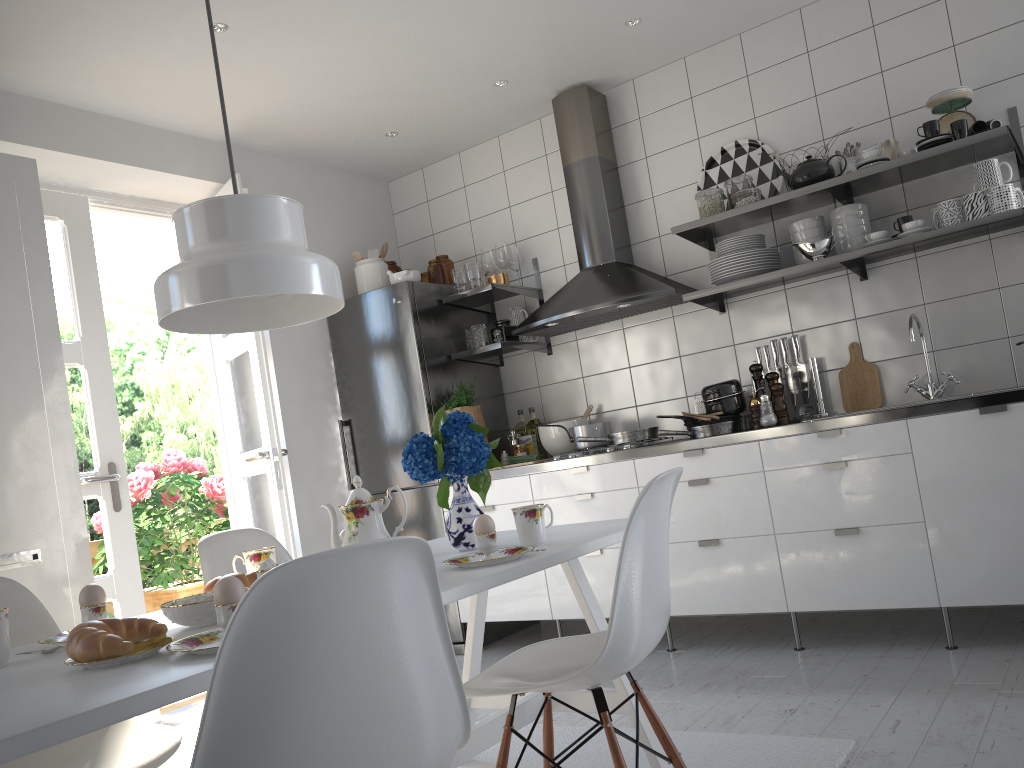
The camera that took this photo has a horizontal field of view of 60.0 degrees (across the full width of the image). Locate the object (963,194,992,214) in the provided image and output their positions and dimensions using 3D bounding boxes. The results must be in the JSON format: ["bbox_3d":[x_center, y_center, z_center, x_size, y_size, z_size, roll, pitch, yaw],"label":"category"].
[{"bbox_3d":[1.691,-0.622,3.210,0.083,0.100,0.108,-9,-4,4],"label":"object"}]

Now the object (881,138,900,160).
[{"bbox_3d":[1.487,-0.882,3.483,0.115,0.151,0.128,-7,-4,-29],"label":"object"}]

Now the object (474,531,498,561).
[{"bbox_3d":[-0.053,0.349,1.908,0.048,0.057,0.048,-8,-4,-15],"label":"object"}]

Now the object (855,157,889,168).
[{"bbox_3d":[1.359,-0.827,3.341,0.121,0.024,0.121,-12,-5,30],"label":"object"}]

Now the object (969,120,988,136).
[{"bbox_3d":[1.657,-0.898,3.151,0.069,0.058,0.080,-10,-4,7],"label":"object"}]

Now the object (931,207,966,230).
[{"bbox_3d":[1.603,-0.604,3.264,0.083,0.100,0.109,-8,-4,-21],"label":"object"}]

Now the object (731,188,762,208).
[{"bbox_3d":[0.964,-0.749,3.630,0.121,0.079,0.121,-11,-4,20],"label":"object"}]

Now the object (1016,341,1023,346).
[{"bbox_3d":[1.948,-0.170,3.129,0.371,0.168,0.203,-10,-4,12],"label":"object"}]

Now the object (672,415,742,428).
[{"bbox_3d":[0.801,0.159,3.747,0.347,0.082,0.244,-8,-5,-14],"label":"object"}]

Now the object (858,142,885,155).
[{"bbox_3d":[1.352,-0.876,3.342,0.078,0.067,0.083,-6,-5,-40],"label":"object"}]

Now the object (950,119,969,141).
[{"bbox_3d":[1.587,-0.891,3.129,0.055,0.077,0.070,-9,-4,-2],"label":"object"}]

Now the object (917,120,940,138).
[{"bbox_3d":[1.517,-0.908,3.212,0.055,0.078,0.071,-7,-4,-35],"label":"object"}]

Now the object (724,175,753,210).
[{"bbox_3d":[0.971,-0.786,3.756,0.121,0.170,0.122,-7,-4,-36],"label":"object"}]

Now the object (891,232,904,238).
[{"bbox_3d":[1.518,-0.568,3.397,0.121,0.023,0.121,-10,-5,15],"label":"object"}]

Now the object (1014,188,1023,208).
[{"bbox_3d":[1.793,-0.642,3.161,0.109,0.100,0.083,-11,-4,20],"label":"object"}]

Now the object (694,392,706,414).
[{"bbox_3d":[0.882,0.132,4.002,0.101,0.201,0.081,-11,-3,25],"label":"object"}]

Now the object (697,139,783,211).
[{"bbox_3d":[1.011,-0.889,3.941,0.396,0.393,0.053,-12,-4,35],"label":"object"}]

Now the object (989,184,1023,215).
[{"bbox_3d":[1.721,-0.638,3.077,0.109,0.100,0.083,-11,-4,24],"label":"object"}]

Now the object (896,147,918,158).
[{"bbox_3d":[1.488,-0.851,3.324,0.082,0.047,0.080,-5,-6,-43],"label":"object"}]

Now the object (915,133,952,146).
[{"bbox_3d":[1.527,-0.875,3.205,0.121,0.023,0.121,-8,-5,-15],"label":"object"}]

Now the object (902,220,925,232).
[{"bbox_3d":[1.469,-0.566,3.237,0.082,0.047,0.080,-5,-6,-43],"label":"object"}]

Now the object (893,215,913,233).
[{"bbox_3d":[1.511,-0.601,3.405,0.055,0.078,0.071,-9,-4,-5],"label":"object"}]

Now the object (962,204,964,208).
[{"bbox_3d":[1.715,-0.619,3.284,0.109,0.100,0.083,-11,-4,24],"label":"object"}]

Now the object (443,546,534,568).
[{"bbox_3d":[-0.049,0.375,1.907,0.201,0.016,0.200,-13,-6,39],"label":"object"}]

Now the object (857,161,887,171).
[{"bbox_3d":[1.365,-0.809,3.339,0.121,0.021,0.121,-13,-6,39],"label":"object"}]

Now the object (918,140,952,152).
[{"bbox_3d":[1.533,-0.847,3.203,0.121,0.021,0.121,-10,-5,12],"label":"object"}]

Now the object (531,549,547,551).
[{"bbox_3d":[0.015,0.374,1.994,0.140,0.011,0.032,-13,-6,38],"label":"object"}]

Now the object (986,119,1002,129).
[{"bbox_3d":[1.692,-0.911,3.141,0.069,0.059,0.082,-10,-4,12],"label":"object"}]

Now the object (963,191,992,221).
[{"bbox_3d":[1.653,-0.623,3.124,0.109,0.100,0.083,-11,-4,24],"label":"object"}]

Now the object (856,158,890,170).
[{"bbox_3d":[1.363,-0.818,3.339,0.121,0.021,0.121,-13,-6,39],"label":"object"}]

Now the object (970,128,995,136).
[{"bbox_3d":[1.676,-0.875,3.144,0.121,0.021,0.121,-13,-6,39],"label":"object"}]

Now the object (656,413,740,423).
[{"bbox_3d":[0.810,0.143,3.740,0.247,0.080,0.355,-13,-6,42],"label":"object"}]

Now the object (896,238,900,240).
[{"bbox_3d":[1.521,-0.549,3.395,0.121,0.021,0.121,-7,-5,-21],"label":"object"}]

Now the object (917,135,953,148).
[{"bbox_3d":[1.531,-0.866,3.203,0.121,0.023,0.122,-7,-5,-24],"label":"object"}]

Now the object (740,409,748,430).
[{"bbox_3d":[0.996,0.111,3.980,0.080,0.201,0.101,-7,-4,-35],"label":"object"}]

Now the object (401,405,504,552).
[{"bbox_3d":[-0.144,0.238,2.265,0.266,0.376,0.236,-12,-4,37],"label":"object"}]

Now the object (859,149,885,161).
[{"bbox_3d":[1.356,-0.848,3.340,0.079,0.049,0.082,-10,-4,8],"label":"object"}]

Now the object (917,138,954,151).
[{"bbox_3d":[1.531,-0.857,3.203,0.121,0.021,0.121,-13,-6,39],"label":"object"}]

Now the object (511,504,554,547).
[{"bbox_3d":[0.047,0.335,2.090,0.078,0.095,0.091,-11,-4,28],"label":"object"}]

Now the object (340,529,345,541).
[{"bbox_3d":[-0.415,0.398,2.252,0.048,0.063,0.048,-12,-4,39],"label":"object"}]

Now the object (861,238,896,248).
[{"bbox_3d":[1.380,-0.522,3.333,0.121,0.021,0.121,-12,-6,32],"label":"object"}]

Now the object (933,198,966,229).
[{"bbox_3d":[1.580,-0.605,3.195,0.083,0.100,0.108,-9,-4,4],"label":"object"}]

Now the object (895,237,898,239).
[{"bbox_3d":[1.520,-0.559,3.394,0.121,0.023,0.121,-10,-5,6],"label":"object"}]

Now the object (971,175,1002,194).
[{"bbox_3d":[1.740,-0.729,3.233,0.083,0.100,0.108,-9,-4,4],"label":"object"}]

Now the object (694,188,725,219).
[{"bbox_3d":[0.838,-0.746,3.728,0.121,0.130,0.121,-11,-4,20],"label":"object"}]

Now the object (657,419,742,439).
[{"bbox_3d":[0.803,0.197,3.775,0.352,0.060,0.232,-10,-5,13],"label":"object"}]

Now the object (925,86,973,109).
[{"bbox_3d":[1.655,-1.078,3.357,0.163,0.046,0.164,-9,-5,-6],"label":"object"}]

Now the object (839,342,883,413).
[{"bbox_3d":[1.447,-0.032,3.701,0.158,0.293,0.047,-11,-3,35],"label":"object"}]

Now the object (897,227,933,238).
[{"bbox_3d":[1.474,-0.545,3.237,0.121,0.021,0.121,-13,-6,39],"label":"object"}]

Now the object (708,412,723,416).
[{"bbox_3d":[0.815,0.139,3.712,0.065,0.021,0.337,-9,-5,-2],"label":"object"}]

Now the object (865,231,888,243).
[{"bbox_3d":[1.376,-0.543,3.333,0.079,0.047,0.082,-11,-5,27],"label":"object"}]

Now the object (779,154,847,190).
[{"bbox_3d":[1.183,-0.829,3.484,0.177,0.142,0.201,-8,-4,-14],"label":"object"}]

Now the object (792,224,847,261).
[{"bbox_3d":[1.207,-0.540,3.466,0.210,0.134,0.102,-10,-4,17],"label":"object"}]

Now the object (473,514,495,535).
[{"bbox_3d":[-0.059,0.312,1.910,0.048,0.063,0.048,-12,-4,39],"label":"object"}]

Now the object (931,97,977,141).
[{"bbox_3d":[1.673,-0.953,3.340,0.160,0.208,0.185,-12,-4,34],"label":"object"}]
